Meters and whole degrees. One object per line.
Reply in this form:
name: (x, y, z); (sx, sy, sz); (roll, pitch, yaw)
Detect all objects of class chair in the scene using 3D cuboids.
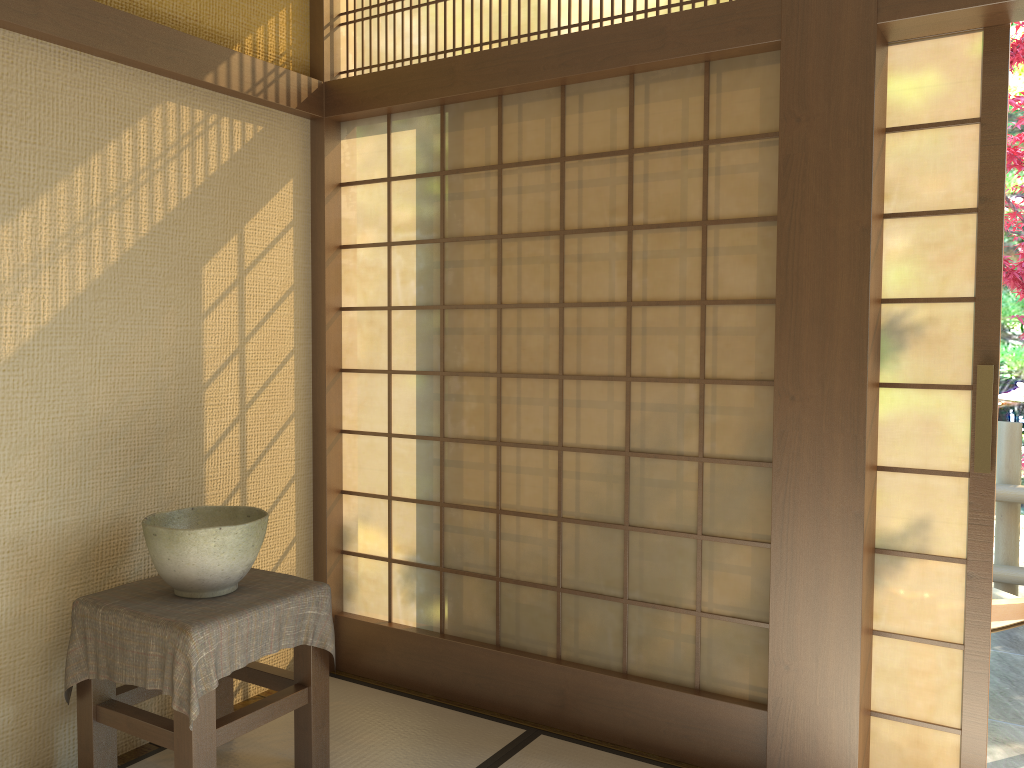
chair: (1.592, 0.992, 3.397); (0.704, 0.598, 0.698); (0, 3, -12)

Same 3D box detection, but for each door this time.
door: (0.547, 0.109, 2.971); (1.894, 2.380, 0.073); (2, 3, 32)

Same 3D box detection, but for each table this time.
table: (-0.930, 0.915, 2.690); (0.633, 0.595, 0.629); (2, 3, 31)

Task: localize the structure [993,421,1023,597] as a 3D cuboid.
structure: (3.724, 0.802, 4.111); (7.456, 1.136, 0.245); (2, 3, 32)

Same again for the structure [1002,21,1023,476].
structure: (3.490, -0.646, 5.161); (3.045, 4.004, 3.412); (-1, 3, -26)

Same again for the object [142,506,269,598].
object: (-0.917, 0.508, 2.663); (0.358, 0.230, 0.357); (0, 3, 1)
